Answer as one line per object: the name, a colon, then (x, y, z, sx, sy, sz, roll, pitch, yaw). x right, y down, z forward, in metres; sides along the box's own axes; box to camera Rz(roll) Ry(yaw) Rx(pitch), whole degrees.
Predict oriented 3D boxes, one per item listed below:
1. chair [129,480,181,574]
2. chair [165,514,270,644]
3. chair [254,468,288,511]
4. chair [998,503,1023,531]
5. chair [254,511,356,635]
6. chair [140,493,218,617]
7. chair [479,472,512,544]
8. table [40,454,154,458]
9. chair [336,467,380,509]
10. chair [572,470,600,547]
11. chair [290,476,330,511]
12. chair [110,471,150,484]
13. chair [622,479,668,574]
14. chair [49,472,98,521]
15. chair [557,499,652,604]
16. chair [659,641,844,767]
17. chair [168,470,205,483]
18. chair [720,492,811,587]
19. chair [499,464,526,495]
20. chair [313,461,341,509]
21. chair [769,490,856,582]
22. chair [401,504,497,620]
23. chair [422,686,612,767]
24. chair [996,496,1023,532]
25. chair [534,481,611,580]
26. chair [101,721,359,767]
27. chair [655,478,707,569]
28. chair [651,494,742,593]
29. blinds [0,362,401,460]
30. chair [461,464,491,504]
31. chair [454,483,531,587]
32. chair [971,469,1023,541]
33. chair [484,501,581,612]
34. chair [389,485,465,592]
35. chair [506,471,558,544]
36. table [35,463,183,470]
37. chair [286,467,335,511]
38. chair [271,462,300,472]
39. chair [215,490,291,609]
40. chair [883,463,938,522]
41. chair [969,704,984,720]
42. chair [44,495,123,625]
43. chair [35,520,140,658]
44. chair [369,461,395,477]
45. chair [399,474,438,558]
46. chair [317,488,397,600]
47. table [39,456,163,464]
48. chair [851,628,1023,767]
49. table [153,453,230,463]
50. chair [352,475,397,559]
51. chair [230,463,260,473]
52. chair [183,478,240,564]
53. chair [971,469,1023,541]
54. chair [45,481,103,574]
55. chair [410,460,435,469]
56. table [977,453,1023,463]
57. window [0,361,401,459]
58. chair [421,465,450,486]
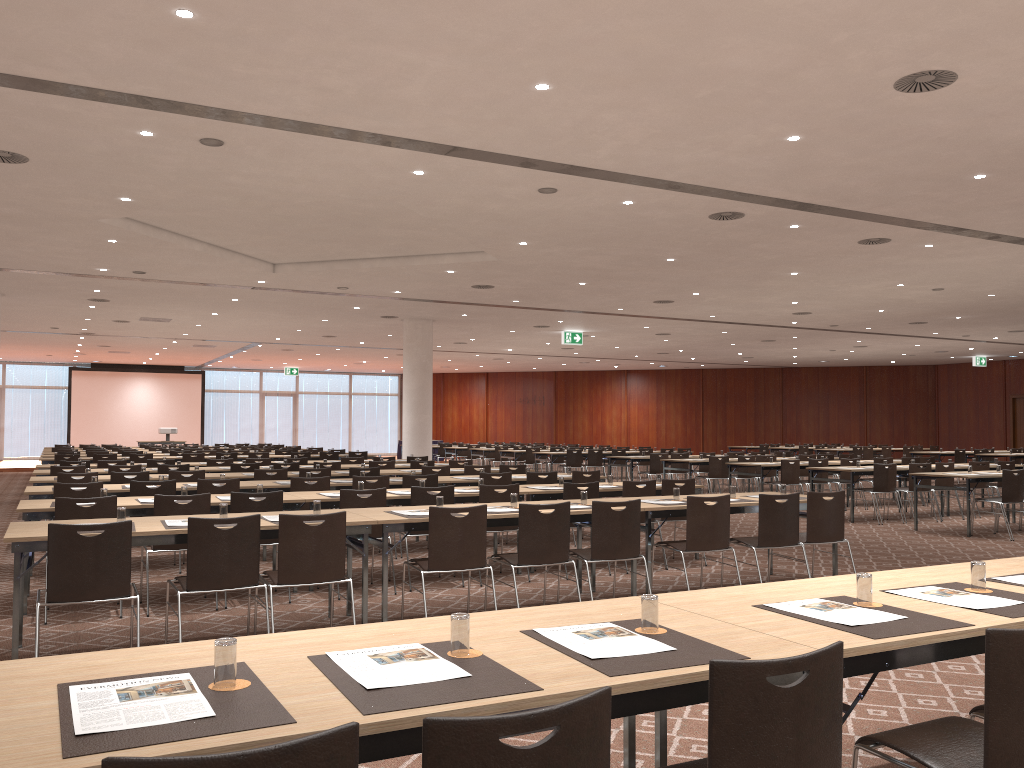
chair: (-3.703, 1.448, 9.105, 0.536, 0.939, 0.614, 1, -3, -26)
chair: (-1.844, 1.282, 5.565, 0.536, 0.939, 0.614, 2, -3, -30)
chair: (-3.203, 1.572, 11.611, 0.536, 0.939, 0.614, 2, -3, -30)
chair: (7.334, 1.654, 12.593, 0.536, 0.939, 0.614, 1, -3, -26)
chair: (-1.346, 1.294, 5.782, 0.536, 0.939, 0.614, 1, -3, -28)
chair: (-2.744, 1.364, 7.311, 0.536, 0.939, 0.614, 1, -3, -28)
chair: (-0.270, 1.548, 10.922, 0.536, 0.939, 0.614, 1, -3, -26)
table: (-9.271, 2.006, 19.836, 2.267, 0.832, 0.953, 2, -3, -27)
chair: (-2.076, 1.602, 12.153, 0.536, 0.939, 0.614, 1, -3, -28)
chair: (0.868, 1.578, 11.461, 0.536, 0.939, 0.614, 2, -3, -30)
chair: (-2.277, 1.489, 9.839, 0.536, 0.939, 0.614, 1, -3, -25)
chair: (-4.680, 1.528, 10.811, 0.536, 0.939, 0.614, 1, -3, -28)
chair: (1.253, 1.479, 9.411, 0.536, 0.939, 0.614, 2, -3, -30)
chair: (-5.202, 1.515, 10.580, 0.536, 0.939, 0.614, 2, -3, -30)
chair: (0.721, 1.353, 6.848, 0.536, 0.939, 0.614, 1, -3, -26)
chair: (0.584, 1.132, 2.317, 0.536, 0.939, 0.614, 1, -3, -27)
chair: (-4.135, 1.548, 11.178, 0.536, 0.939, 0.614, 2, -3, -30)
chair: (2.184, 1.394, 7.603, 0.536, 0.939, 0.614, 1, -3, -24)
chair: (-0.060, 1.661, 13.232, 0.536, 0.939, 0.614, 1, -3, -25)
chair: (-2.960, 1.688, 13.985, 0.536, 0.939, 0.614, 1, -3, -26)
chair: (2.683, 1.410, 7.899, 0.536, 0.939, 0.614, 1, -3, -25)
chair: (-0.444, 1.324, 6.334, 0.536, 0.939, 0.614, 1, -3, -25)
chair: (-0.061, 1.109, 1.898, 0.536, 0.939, 0.614, 2, -3, -30)
chair: (7.318, 1.654, 12.585, 0.536, 0.939, 0.614, 1, -3, -28)
chair: (0.615, 1.459, 9.043, 0.536, 0.939, 0.614, 2, -3, -30)
chair: (-0.553, 1.097, 1.684, 0.536, 0.939, 0.614, 1, -3, -26)
chair: (1.727, 1.495, 9.702, 0.536, 0.939, 0.614, 1, -3, -25)
chair: (1.532, 1.380, 7.353, 0.536, 0.939, 0.614, 1, -3, -25)
blinds: (-15.417, 1.185, 36.684, 22.854, 3.815, 0.115, 2, -3, -27)
chair: (-0.580, 1.649, 13.011, 0.536, 0.939, 0.614, 2, -3, -29)
chair: (-0.199, 1.438, 8.662, 0.536, 0.939, 0.614, 1, -3, -28)
chair: (6.706, 1.630, 12.139, 0.536, 0.939, 0.614, 1, -3, -27)
chair: (0.162, 1.339, 6.599, 0.536, 0.939, 0.614, 1, -3, -28)
chair: (-0.812, 1.423, 8.394, 0.536, 0.939, 0.614, 1, -3, -26)
chair: (0.300, 1.560, 11.129, 0.536, 0.939, 0.614, 1, -3, -27)
table: (-6.749, 1.776, 14.952, 2.267, 0.832, 0.953, 2, -3, -27)
chair: (-2.698, 1.588, 11.919, 0.536, 0.939, 0.614, 2, -3, -29)
chair: (-3.530, 1.670, 13.652, 0.536, 0.939, 0.614, 1, -3, -27)
chair: (-2.226, 1.381, 7.617, 0.536, 0.939, 0.614, 1, -3, -26)
chair: (6.379, 1.730, 14.219, 0.536, 0.939, 0.614, 1, -3, -28)
chair: (1.932, 1.168, 2.965, 0.536, 0.939, 0.614, 1, -3, -28)
chair: (-3.380, 1.348, 7.022, 0.536, 0.939, 0.614, 1, -3, -26)
chair: (-2.483, 1.262, 5.196, 0.536, 0.939, 0.614, 1, -3, -27)
chair: (-2.170, 1.713, 14.440, 0.536, 0.939, 0.614, 1, -3, -26)
chair: (-1.132, 1.521, 10.430, 0.536, 0.939, 0.614, 1, -3, -24)
chair: (-1.401, 1.402, 8.003, 0.536, 0.939, 0.614, 2, -3, -30)
table: (-8.354, 1.922, 18.060, 2.267, 0.832, 0.953, 2, -3, -27)
chair: (1.412, 1.151, 2.658, 0.536, 0.939, 0.614, 1, -3, -28)
table: (-7.254, 2.063, 20.876, 2.267, 0.832, 0.953, 2, -3, -27)
chair: (-1.661, 1.504, 10.118, 0.536, 0.939, 0.614, 1, -3, -27)
chair: (-4.092, 1.658, 13.449, 0.536, 0.939, 0.614, 2, -3, -30)
chair: (-3.160, 1.466, 9.432, 0.536, 0.939, 0.614, 2, -3, -30)
chair: (6.736, 1.631, 12.154, 0.536, 0.939, 0.614, 1, -3, -28)
chair: (-4.296, 1.429, 8.760, 0.536, 0.939, 0.614, 1, -3, -28)
chair: (-1.550, 1.726, 14.673, 0.536, 0.939, 0.614, 2, -3, -30)
table: (13.197, 2.233, 22.986, 2.267, 0.832, 0.953, 2, -3, -27)
window: (-15.490, 1.167, 36.898, 22.964, 3.870, 0.217, 2, -3, -27)
chair: (-1.153, 1.630, 12.668, 0.536, 0.939, 0.614, 1, -3, -28)
